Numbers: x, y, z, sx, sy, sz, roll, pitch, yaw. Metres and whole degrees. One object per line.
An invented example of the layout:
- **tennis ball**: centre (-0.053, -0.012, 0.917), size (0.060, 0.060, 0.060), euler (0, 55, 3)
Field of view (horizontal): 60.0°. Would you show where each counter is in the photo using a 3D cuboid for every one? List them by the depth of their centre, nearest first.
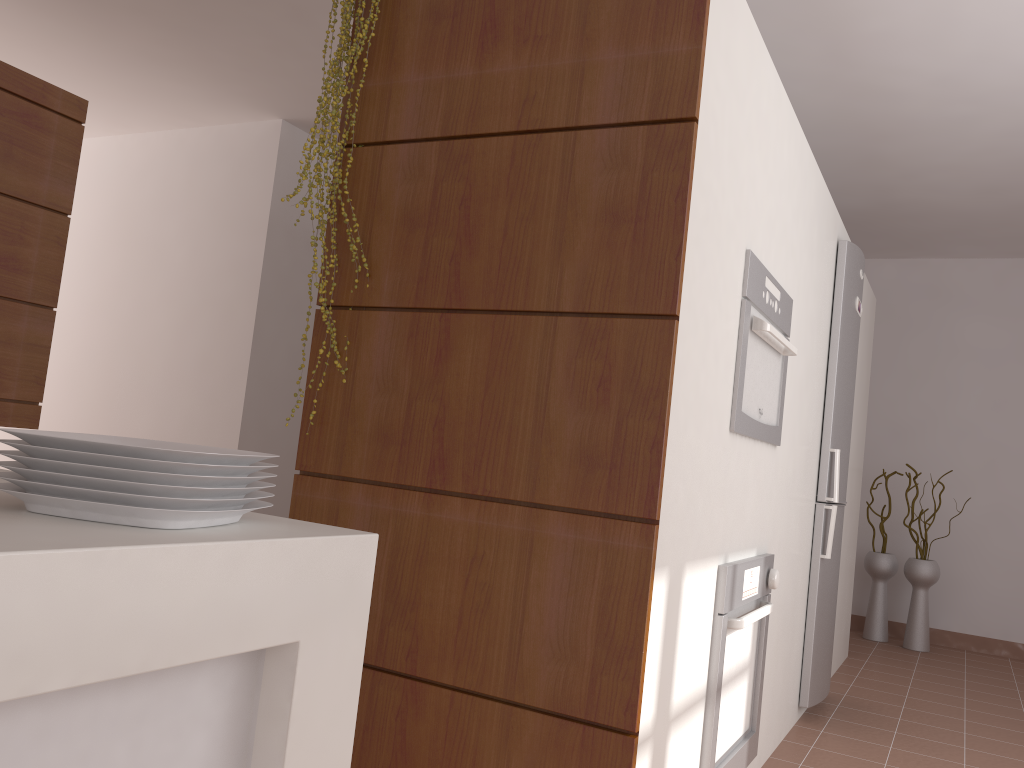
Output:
- **counter**: centre (-1.037, 0.402, 0.158), size (0.821, 0.800, 2.156), euler (4, -5, 27)

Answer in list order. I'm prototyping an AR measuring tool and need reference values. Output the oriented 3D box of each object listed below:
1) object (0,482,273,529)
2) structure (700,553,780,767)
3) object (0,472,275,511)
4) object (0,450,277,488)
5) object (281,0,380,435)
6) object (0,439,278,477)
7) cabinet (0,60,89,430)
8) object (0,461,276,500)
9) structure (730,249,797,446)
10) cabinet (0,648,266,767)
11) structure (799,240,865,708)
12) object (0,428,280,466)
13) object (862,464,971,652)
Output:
- **object**: centre (-0.363, 0.118, 0.865), size (0.228, 0.020, 0.228), euler (6, -5, 9)
- **structure**: centre (0.623, 0.770, 2.384), size (0.058, 0.592, 0.596), euler (4, -5, 28)
- **object**: centre (-0.362, 0.108, 0.866), size (0.228, 0.020, 0.228), euler (6, -5, 9)
- **object**: centre (-0.359, 0.088, 0.868), size (0.228, 0.020, 0.228), euler (6, -5, 9)
- **object**: centre (-0.401, -0.541, 2.195), size (0.297, 1.344, 0.279), euler (7, -5, -13)
- **object**: centre (-0.358, 0.078, 0.868), size (0.228, 0.020, 0.228), euler (6, -5, 9)
- **cabinet**: centre (-3.003, -0.741, 1.263), size (0.754, 1.200, 4.718), euler (4, -5, 27)
- **object**: centre (-0.361, 0.098, 0.867), size (0.228, 0.020, 0.228), euler (6, -5, 9)
- **structure**: centre (0.721, -0.071, 2.445), size (0.056, 0.454, 0.614), euler (4, -5, 27)
- **cabinet**: centre (-1.064, 0.445, 0.102), size (0.737, 0.700, 2.048), euler (4, -5, 27)
- **structure**: centre (1.372, 0.362, 3.731), size (0.089, 1.862, 0.604), euler (4, -5, 27)
- **object**: centre (-0.357, 0.068, 0.869), size (0.228, 0.020, 0.228), euler (6, -5, 9)
- **object**: centre (2.470, 1.050, 5.411), size (0.284, 1.112, 0.655), euler (11, -6, -43)
